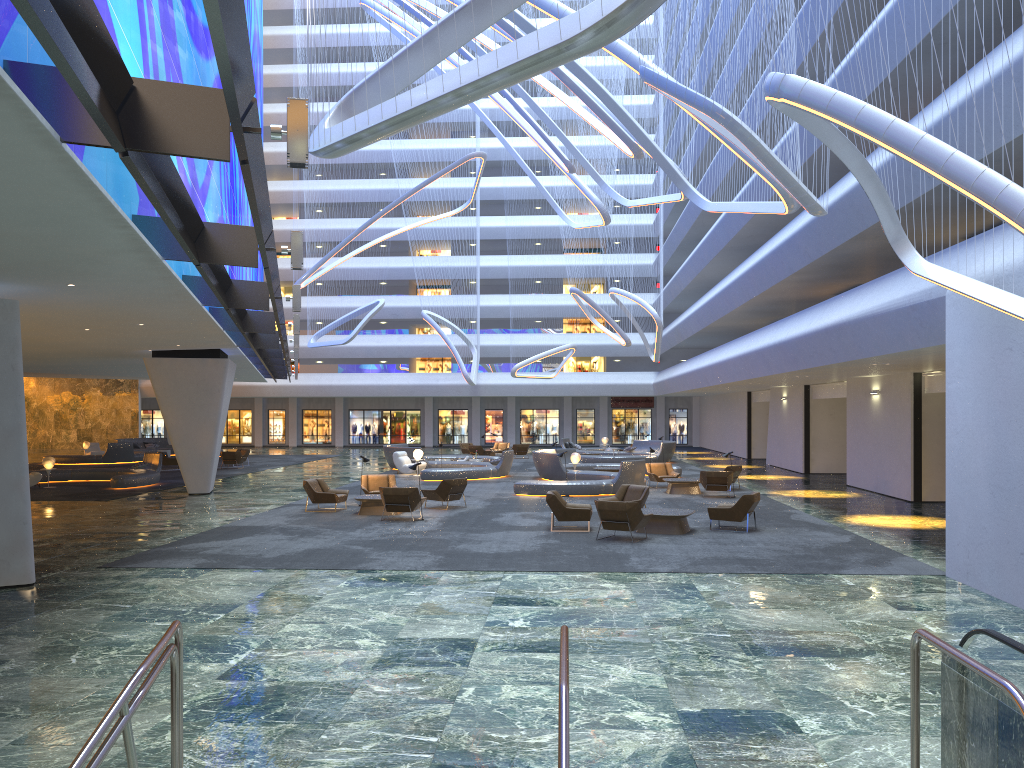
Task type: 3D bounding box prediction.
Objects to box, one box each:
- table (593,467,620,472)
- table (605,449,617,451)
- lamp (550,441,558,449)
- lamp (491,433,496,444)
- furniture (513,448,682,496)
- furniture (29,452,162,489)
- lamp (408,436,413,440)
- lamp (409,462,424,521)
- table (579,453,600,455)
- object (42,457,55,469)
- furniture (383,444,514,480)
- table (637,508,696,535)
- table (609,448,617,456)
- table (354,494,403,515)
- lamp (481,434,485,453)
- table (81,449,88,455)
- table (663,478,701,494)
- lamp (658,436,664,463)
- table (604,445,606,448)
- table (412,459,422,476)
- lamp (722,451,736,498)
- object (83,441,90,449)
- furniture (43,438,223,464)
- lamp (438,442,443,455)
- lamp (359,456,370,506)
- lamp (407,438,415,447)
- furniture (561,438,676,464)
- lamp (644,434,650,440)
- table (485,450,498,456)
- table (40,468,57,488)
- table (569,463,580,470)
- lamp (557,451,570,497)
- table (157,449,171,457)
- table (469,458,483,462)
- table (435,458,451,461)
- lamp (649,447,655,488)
[{"bbox_3d":[3.508,3.203,31.685,1.203,0.392,1.203,0,-2,4],"label":"table"},{"bbox_3d":[5.279,3.692,47.203,0.671,0.406,0.674,0,-1,0],"label":"table"},{"bbox_3d":[1.627,2.813,33.453,0.384,1.300,0.202,0,0,21],"label":"lamp"},{"bbox_3d":[-1.019,3.265,47.523,0.384,1.300,0.202,0,0,-35],"label":"lamp"},{"bbox_3d":[2.497,2.831,29.763,5.185,0.969,9.930,-1,-2,20],"label":"furniture"},{"bbox_3d":[-16.515,2.872,30.086,9.927,0.969,5.187,-1,-2,20],"label":"furniture"},{"bbox_3d":[-4.686,3.053,40.651,0.202,1.300,0.384,0,0,-43],"label":"lamp"},{"bbox_3d":[-2.123,2.383,19.716,0.384,1.300,0.202,0,0,21],"label":"lamp"},{"bbox_3d":[3.682,3.560,42.915,1.203,0.392,1.203,0,-2,4],"label":"table"},{"bbox_3d":[-14.860,2.526,28.437,0.318,0.387,0.367,0,-1,11],"label":"object"},{"bbox_3d":[-2.738,3.030,35.777,5.185,0.969,9.931,0,-2,-5],"label":"furniture"},{"bbox_3d":[3.056,2.764,17.854,1.203,0.392,1.203,-1,-2,22],"label":"table"},{"bbox_3d":[5.013,3.473,43.821,0.418,0.595,0.428,0,-1,0],"label":"table"},{"bbox_3d":[-3.118,2.879,21.125,1.203,0.392,1.203,0,-2,4],"label":"table"},{"bbox_3d":[-1.411,3.155,44.041,0.202,1.300,0.384,0,0,-34],"label":"lamp"},{"bbox_3d":[-21.202,3.524,44.039,0.418,0.595,0.428,0,-1,3],"label":"table"},{"bbox_3d":[5.080,3.028,26.252,1.203,0.392,1.203,0,-2,3],"label":"table"},{"bbox_3d":[6.808,3.024,40.375,0.202,1.300,0.384,0,0,-37],"label":"lamp"},{"bbox_3d":[5.102,3.624,48.592,0.418,0.595,0.427,0,-1,-43],"label":"table"},{"bbox_3d":[-3.580,3.161,33.539,0.418,0.595,0.428,0,-1,-22],"label":"table"},{"bbox_3d":[6.074,2.532,24.843,0.384,1.300,0.202,0,0,21],"label":"lamp"},{"bbox_3d":[-21.159,3.034,44.065,0.367,0.387,0.318,0,-1,11],"label":"object"},{"bbox_3d":[-19.511,3.374,45.721,5.185,0.969,9.930,-1,-2,20],"label":"furniture"},{"bbox_3d":[-2.637,2.809,33.089,0.202,1.300,0.384,0,0,-21],"label":"lamp"},{"bbox_3d":[-3.808,2.484,22.789,0.202,1.300,0.384,0,0,20],"label":"lamp"},{"bbox_3d":[-4.392,2.976,38.256,0.384,1.300,0.202,0,0,-3],"label":"lamp"},{"bbox_3d":[5.227,3.298,44.658,5.185,0.969,9.931,0,-2,0],"label":"furniture"},{"bbox_3d":[6.773,3.153,44.433,0.384,1.300,0.202,0,0,3],"label":"lamp"},{"bbox_3d":[-1.413,3.659,45.766,1.203,0.392,1.203,-1,-2,39],"label":"table"},{"bbox_3d":[-14.832,3.016,28.395,0.427,0.595,0.418,0,-1,3],"label":"table"},{"bbox_3d":[2.168,3.061,30.725,0.418,0.595,0.428,0,-1,3],"label":"table"},{"bbox_3d":[1.457,2.551,25.204,0.384,1.300,0.202,0,0,21],"label":"lamp"},{"bbox_3d":[-18.767,3.752,47.810,0.671,0.406,0.673,1,-2,-42],"label":"table"},{"bbox_3d":[-1.462,3.416,38.172,0.673,0.406,0.671,1,-2,-34],"label":"table"},{"bbox_3d":[-2.967,3.413,37.987,0.673,0.406,0.671,-1,-1,23],"label":"table"},{"bbox_3d":[4.389,2.633,27.915,0.202,1.300,0.384,0,0,20],"label":"lamp"}]
